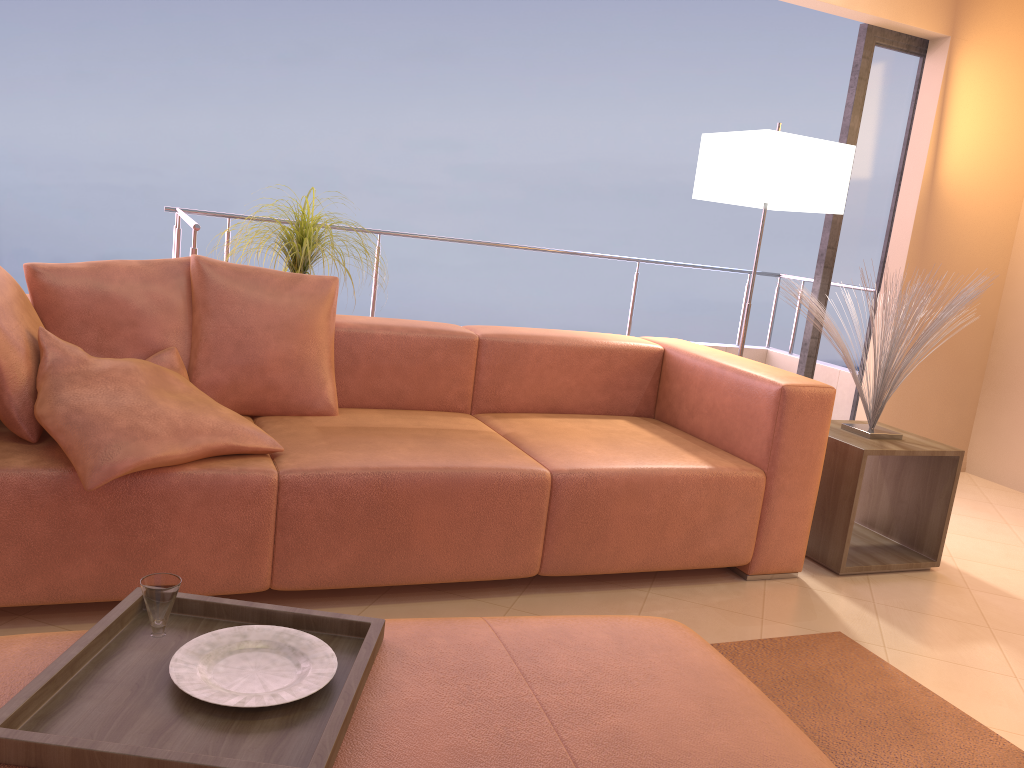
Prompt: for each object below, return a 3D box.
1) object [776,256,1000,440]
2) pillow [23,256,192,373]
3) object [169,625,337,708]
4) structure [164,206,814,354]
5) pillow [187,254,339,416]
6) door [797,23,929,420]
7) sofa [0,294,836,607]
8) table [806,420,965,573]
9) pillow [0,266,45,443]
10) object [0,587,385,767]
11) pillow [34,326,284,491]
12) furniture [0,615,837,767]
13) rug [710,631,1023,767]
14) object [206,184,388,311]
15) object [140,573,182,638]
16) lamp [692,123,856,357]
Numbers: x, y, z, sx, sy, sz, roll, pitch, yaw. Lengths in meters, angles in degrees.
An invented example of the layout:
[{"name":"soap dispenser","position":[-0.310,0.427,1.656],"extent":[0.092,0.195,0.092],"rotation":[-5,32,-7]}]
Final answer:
[{"name":"object","position":[1.306,-0.146,3.229],"extent":[0.703,0.634,0.700],"rotation":[11,11,22]},{"name":"pillow","position":[-1.117,-0.154,2.558],"extent":[0.492,0.446,0.255],"rotation":[-2,14,-40]},{"name":"object","position":[-0.382,0.422,1.318],"extent":[0.240,0.018,0.240],"rotation":[13,12,29]},{"name":"structure","position":[0.341,-0.431,4.877],"extent":[4.176,0.541,1.663],"rotation":[2,11,-24]},{"name":"pillow","position":[-0.756,-0.137,2.711],"extent":[0.470,0.468,0.211],"rotation":[1,12,-28]},{"name":"door","position":[1.754,-0.641,4.482],"extent":[0.480,2.160,0.056],"rotation":[2,11,-24]},{"name":"sofa","position":[-0.408,0.176,2.765],"extent":[2.781,0.672,0.943],"rotation":[2,11,-24]},{"name":"table","position":[1.273,0.394,3.249],"extent":[0.469,0.436,0.415],"rotation":[2,11,-24]},{"name":"pillow","position":[-1.319,-0.119,2.272],"extent":[0.314,0.455,0.519],"rotation":[2,12,-27]},{"name":"object","position":[-0.430,0.421,1.271],"extent":[0.421,0.034,0.436],"rotation":[7,11,1]},{"name":"pillow","position":[-0.939,0.027,2.245],"extent":[0.514,0.292,0.517],"rotation":[14,13,35]},{"name":"furniture","position":[-0.194,0.607,1.337],"extent":[1.291,0.301,0.685],"rotation":[3,11,-19]},{"name":"rug","position":[0.098,0.867,1.224],"extent":[2.626,0.005,1.833],"rotation":[2,11,-24]},{"name":"object","position":[-0.890,-0.256,3.620],"extent":[0.729,1.088,0.703],"rotation":[14,13,34]},{"name":"object","position":[-0.552,0.351,1.390],"extent":[0.061,0.091,0.061],"rotation":[-2,13,-39]},{"name":"lamp","position":[1.029,-0.326,3.867],"extent":[0.454,1.578,0.454],"rotation":[2,11,-24]}]
